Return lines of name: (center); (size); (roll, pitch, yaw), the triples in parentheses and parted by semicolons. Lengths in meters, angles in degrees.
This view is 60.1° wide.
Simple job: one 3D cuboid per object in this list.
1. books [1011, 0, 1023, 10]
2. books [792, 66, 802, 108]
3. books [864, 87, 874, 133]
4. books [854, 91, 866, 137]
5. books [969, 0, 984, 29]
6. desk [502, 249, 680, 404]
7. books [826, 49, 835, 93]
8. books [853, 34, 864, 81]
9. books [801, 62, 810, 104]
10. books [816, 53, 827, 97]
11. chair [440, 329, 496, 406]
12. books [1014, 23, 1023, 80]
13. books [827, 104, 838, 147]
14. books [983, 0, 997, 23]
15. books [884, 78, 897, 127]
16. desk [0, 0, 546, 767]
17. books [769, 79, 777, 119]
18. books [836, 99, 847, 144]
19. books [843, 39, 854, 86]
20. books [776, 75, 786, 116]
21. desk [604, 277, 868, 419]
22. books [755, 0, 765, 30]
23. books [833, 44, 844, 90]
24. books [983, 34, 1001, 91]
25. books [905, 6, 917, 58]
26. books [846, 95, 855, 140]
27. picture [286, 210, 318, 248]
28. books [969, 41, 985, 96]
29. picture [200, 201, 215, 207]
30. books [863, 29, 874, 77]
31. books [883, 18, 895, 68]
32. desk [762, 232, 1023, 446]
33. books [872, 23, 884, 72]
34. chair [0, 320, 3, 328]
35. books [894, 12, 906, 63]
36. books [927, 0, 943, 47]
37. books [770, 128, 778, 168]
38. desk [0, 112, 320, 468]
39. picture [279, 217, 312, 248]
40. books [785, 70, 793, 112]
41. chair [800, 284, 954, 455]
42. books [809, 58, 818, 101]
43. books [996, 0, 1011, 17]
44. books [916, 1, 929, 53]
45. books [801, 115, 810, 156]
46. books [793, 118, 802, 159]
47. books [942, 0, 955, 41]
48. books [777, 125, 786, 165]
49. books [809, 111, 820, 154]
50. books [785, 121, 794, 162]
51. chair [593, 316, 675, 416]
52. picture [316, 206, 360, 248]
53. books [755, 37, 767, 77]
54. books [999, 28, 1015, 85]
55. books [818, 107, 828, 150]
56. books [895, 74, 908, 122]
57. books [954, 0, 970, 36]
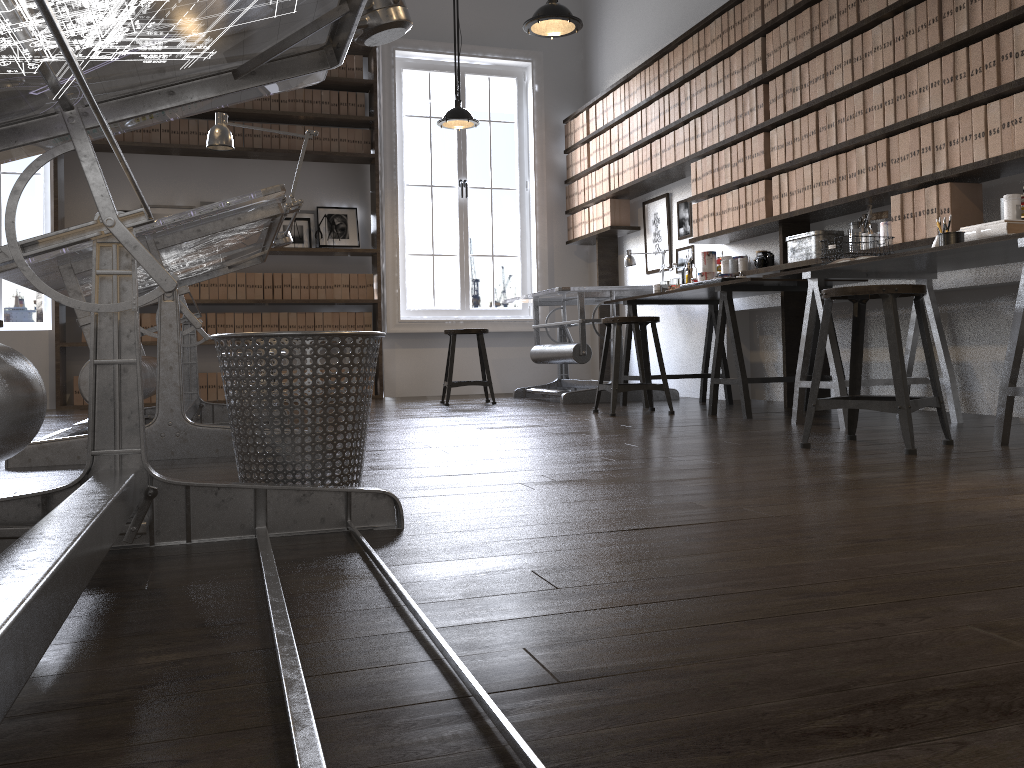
books: (2.035, -1.555, 3.448); (0.174, 0.226, 0.066); (-1, -1, -18)
books: (1.605, -1.585, 4.770); (0.174, 0.226, 0.066); (-1, -1, -18)
books: (1.783, -1.296, 4.241); (0.174, 0.226, 0.066); (-1, -1, -18)
books: (1.758, -1.297, 4.303); (0.174, 0.226, 0.067); (-1, -1, -18)
books: (1.973, -1.560, 3.644); (0.174, 0.226, 0.066); (-1, -1, -18)
desk: (0.626, -0.439, 6.523); (1.071, 1.099, 1.268); (-1, 0, -18)
books: (1.693, -1.580, 4.509); (0.174, 0.226, 0.066); (-1, -1, -18)
books: (1.756, -1.575, 4.313); (0.174, 0.226, 0.066); (-1, -1, -18)
books: (1.631, -1.584, 4.704); (0.174, 0.226, 0.066); (-1, -1, -18)
books: (1.668, -1.581, 4.571); (0.174, 0.226, 0.067); (-1, -1, -18)
chair: (-0.313, -0.116, 6.179); (0.358, 0.528, 0.371); (-1, 0, -10)
books: (2.042, -1.278, 3.432); (0.174, 0.226, 0.066); (-1, -1, -18)
books: (1.696, -1.302, 4.503); (0.174, 0.226, 0.066); (-1, -1, -18)
books: (1.995, -1.558, 3.576); (0.174, 0.226, 0.066); (-1, -1, -18)
books: (1.821, -1.293, 4.111); (0.174, 0.226, 0.067); (-1, -1, -18)
desk: (-0.387, -0.387, 0.728); (1.077, 1.388, 2.068); (-1, 1, -18)
books: (1.542, -1.590, 4.981); (0.174, 0.226, 0.066); (-1, -1, -18)
books: (1.721, -1.301, 4.437); (0.174, 0.226, 0.066); (-1, -1, -18)
books: (1.731, -1.577, 4.379); (0.174, 0.226, 0.067); (-1, -1, -18)
books: (1.559, -1.589, 4.909); (0.174, 0.226, 0.067); (-1, -1, -18)
desk: (1.162, -0.185, 4.973); (0.656, 0.670, 1.668); (-1, 1, -18)
books: (1.490, -2.145, 5.095); (0.174, 0.226, 0.066); (-1, -1, -18)
books: (1.710, -1.578, 4.449); (0.174, 0.226, 0.066); (-1, -1, -18)
books: (1.996, -1.281, 3.571); (0.174, 0.226, 0.067); (-1, -1, -18)
books: (1.862, -1.568, 3.982); (0.174, 0.226, 0.066); (-1, -1, -18)
books: (1.743, -1.299, 4.369); (0.174, 0.226, 0.066); (-1, -1, -18)
picture: (-1.858, -1.293, 7.461); (0.434, 0.361, 0.095); (-1, -1, -18)
books: (1.978, -1.283, 3.643); (0.174, 0.226, 0.066); (-1, -1, -18)
picture: (-2.372, -1.301, 7.299); (0.369, 0.406, 0.091); (-1, -1, -18)
books: (1.779, -1.574, 4.248); (0.174, 0.226, 0.066); (-1, -1, -18)
books: (1.816, -1.570, 4.110); (0.174, 0.226, 0.066); (-1, -1, -18)
desk: (1.705, -0.147, 3.294); (0.656, 0.670, 1.668); (-1, 1, -18)
books: (1.797, -1.572, 4.180); (0.174, 0.226, 0.066); (-1, -1, -18)
chair: (-2.246, 0.005, 3.600); (0.372, 0.528, 0.358); (-1, 0, -40)
books: (1.838, -1.569, 4.041); (0.174, 0.226, 0.067); (-1, -1, -18)
books: (1.902, -1.564, 3.849); (0.174, 0.226, 0.067); (-1, -1, -18)
books: (1.545, -1.313, 4.973); (0.174, 0.226, 0.066); (-1, -1, -18)
desk: (-1.417, -0.459, 3.917); (1.077, 1.387, 2.279); (-1, 1, -18)
picture: (-1.832, -1.258, 7.425); (0.290, 0.291, 0.127); (-1, -1, -18)
books: (1.588, -1.587, 4.840); (0.174, 0.226, 0.066); (-1, -1, -18)
chair: (1.189, -0.051, 2.900); (0.358, 0.528, 0.371); (-1, 0, -45)
books: (1.652, -1.582, 4.637); (0.174, 0.226, 0.066); (-1, -1, -18)
books: (2.010, -1.557, 3.511); (0.174, 0.226, 0.067); (-1, -1, -18)
books: (1.884, -1.566, 3.921); (0.174, 0.226, 0.066); (-1, -1, -18)
books: (1.632, -1.307, 4.714); (0.174, 0.226, 0.066); (-1, -1, -18)
books: (1.610, -1.308, 4.775); (0.174, 0.226, 0.066); (-1, -1, -18)
books: (1.930, -1.563, 3.779); (0.174, 0.226, 0.066); (-1, -1, -18)
books: (1.564, -1.311, 4.903); (0.174, 0.226, 0.066); (-1, -1, -18)
books: (1.650, -1.305, 4.641); (0.174, 0.226, 0.067); (-1, -1, -18)
books: (1.586, -1.310, 4.834); (0.174, 0.226, 0.067); (-1, -1, -18)
chair: (0.649, -0.096, 4.799); (0.358, 0.528, 0.371); (-1, 0, -10)
picture: (-1.483, -1.339, 7.553); (0.343, 0.365, 0.160); (-1, -1, -18)
books: (1.495, -1.868, 5.096); (0.174, 0.226, 0.067); (-1, -1, -18)
books: (2.024, -1.279, 3.502); (0.174, 0.226, 0.066); (-1, -1, -18)
books: (1.678, -1.304, 4.572); (0.174, 0.226, 0.066); (-1, -1, -18)
books: (1.847, -1.292, 4.046); (0.174, 0.226, 0.066); (-1, -1, -18)
books: (1.948, -1.561, 3.710); (0.174, 0.226, 0.066); (-1, -1, -18)
